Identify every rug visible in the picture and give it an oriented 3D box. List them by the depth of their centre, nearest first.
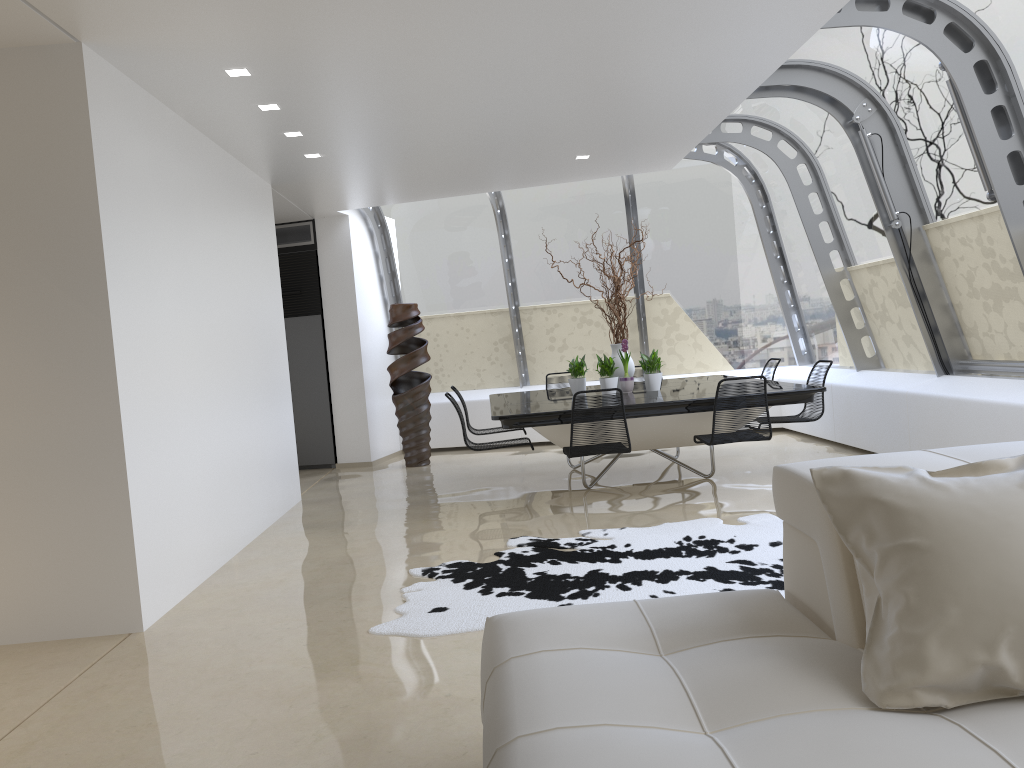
[{"bbox_3d":[0.924,0.986,4.618,3.220,0.008,2.705,-5,3,-2],"label":"rug"}]

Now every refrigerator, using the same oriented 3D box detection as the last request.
[{"bbox_3d":[-2.605,0.094,10.522,1.006,1.742,0.234,-4,3,12],"label":"refrigerator"}]

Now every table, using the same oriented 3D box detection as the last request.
[{"bbox_3d":[1.076,0.445,7.997,2.494,0.759,3.031,-5,3,-2],"label":"table"}]

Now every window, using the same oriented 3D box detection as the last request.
[{"bbox_3d":[-3.696,-0.078,5.047,16.693,3.674,16.171,-5,3,4],"label":"window"}]

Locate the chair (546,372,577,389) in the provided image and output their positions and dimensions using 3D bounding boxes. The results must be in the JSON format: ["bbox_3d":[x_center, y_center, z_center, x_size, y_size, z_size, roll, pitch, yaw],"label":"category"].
[{"bbox_3d":[0.570,0.143,9.506,0.446,0.519,0.688,-5,3,-2],"label":"chair"}]

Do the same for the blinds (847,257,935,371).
[{"bbox_3d":[3.448,-0.594,7.846,0.329,1.027,1.430,-5,3,-2],"label":"blinds"}]

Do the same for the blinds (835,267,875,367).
[{"bbox_3d":[3.601,-0.153,9.592,0.663,2.118,1.829,-5,3,-2],"label":"blinds"}]

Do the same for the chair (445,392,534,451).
[{"bbox_3d":[-0.188,0.303,7.365,0.688,0.519,0.446,-5,3,-2],"label":"chair"}]

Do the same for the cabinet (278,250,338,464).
[{"bbox_3d":[-3.153,-0.219,10.926,2.252,2.558,0.831,-4,3,13],"label":"cabinet"}]

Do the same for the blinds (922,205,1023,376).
[{"bbox_3d":[3.460,-0.621,6.301,0.387,1.214,1.376,-5,3,-2],"label":"blinds"}]

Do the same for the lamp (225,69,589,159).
[{"bbox_3d":[-3.993,-1.437,3.049,9.775,0.004,9.928,-5,3,-1],"label":"lamp"}]

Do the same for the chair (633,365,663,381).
[{"bbox_3d":[1.492,0.063,9.532,0.446,0.519,0.688,-5,3,-2],"label":"chair"}]

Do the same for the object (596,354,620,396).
[{"bbox_3d":[0.825,-0.086,7.694,0.215,0.369,0.284,-3,3,32],"label":"object"}]

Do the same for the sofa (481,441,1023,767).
[{"bbox_3d":[1.578,0.677,0.698,3.257,0.866,4.169,-5,3,-2],"label":"sofa"}]

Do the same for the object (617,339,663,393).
[{"bbox_3d":[1.157,-0.171,7.834,0.417,0.476,0.238,-4,3,26],"label":"object"}]

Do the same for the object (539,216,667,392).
[{"bbox_3d":[0.800,-0.691,7.983,1.031,1.549,1.135,-5,3,-9],"label":"object"}]

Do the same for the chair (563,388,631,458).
[{"bbox_3d":[0.596,0.280,6.379,0.446,0.519,0.688,-5,3,-2],"label":"chair"}]

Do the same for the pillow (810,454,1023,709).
[{"bbox_3d":[2.153,0.331,1.043,1.656,0.530,3.322,-6,3,-31],"label":"pillow"}]

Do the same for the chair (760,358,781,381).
[{"bbox_3d":[2.277,0.033,8.709,0.688,0.519,0.446,-5,3,-2],"label":"chair"}]

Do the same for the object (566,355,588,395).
[{"bbox_3d":[0.606,-0.086,8.120,0.215,0.369,0.284,-3,3,37],"label":"object"}]

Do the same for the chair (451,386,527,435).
[{"bbox_3d":[-0.228,0.250,8.640,0.688,0.519,0.446,-5,3,-2],"label":"chair"}]

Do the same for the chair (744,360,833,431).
[{"bbox_3d":[2.317,0.087,7.434,0.688,0.519,0.446,-5,3,-2],"label":"chair"}]

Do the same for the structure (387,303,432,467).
[{"bbox_3d":[-1.139,0.016,9.971,0.498,1.843,0.493,-4,3,10],"label":"structure"}]

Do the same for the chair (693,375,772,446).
[{"bbox_3d":[1.590,0.195,6.407,0.446,0.519,0.688,-5,3,-2],"label":"chair"}]
